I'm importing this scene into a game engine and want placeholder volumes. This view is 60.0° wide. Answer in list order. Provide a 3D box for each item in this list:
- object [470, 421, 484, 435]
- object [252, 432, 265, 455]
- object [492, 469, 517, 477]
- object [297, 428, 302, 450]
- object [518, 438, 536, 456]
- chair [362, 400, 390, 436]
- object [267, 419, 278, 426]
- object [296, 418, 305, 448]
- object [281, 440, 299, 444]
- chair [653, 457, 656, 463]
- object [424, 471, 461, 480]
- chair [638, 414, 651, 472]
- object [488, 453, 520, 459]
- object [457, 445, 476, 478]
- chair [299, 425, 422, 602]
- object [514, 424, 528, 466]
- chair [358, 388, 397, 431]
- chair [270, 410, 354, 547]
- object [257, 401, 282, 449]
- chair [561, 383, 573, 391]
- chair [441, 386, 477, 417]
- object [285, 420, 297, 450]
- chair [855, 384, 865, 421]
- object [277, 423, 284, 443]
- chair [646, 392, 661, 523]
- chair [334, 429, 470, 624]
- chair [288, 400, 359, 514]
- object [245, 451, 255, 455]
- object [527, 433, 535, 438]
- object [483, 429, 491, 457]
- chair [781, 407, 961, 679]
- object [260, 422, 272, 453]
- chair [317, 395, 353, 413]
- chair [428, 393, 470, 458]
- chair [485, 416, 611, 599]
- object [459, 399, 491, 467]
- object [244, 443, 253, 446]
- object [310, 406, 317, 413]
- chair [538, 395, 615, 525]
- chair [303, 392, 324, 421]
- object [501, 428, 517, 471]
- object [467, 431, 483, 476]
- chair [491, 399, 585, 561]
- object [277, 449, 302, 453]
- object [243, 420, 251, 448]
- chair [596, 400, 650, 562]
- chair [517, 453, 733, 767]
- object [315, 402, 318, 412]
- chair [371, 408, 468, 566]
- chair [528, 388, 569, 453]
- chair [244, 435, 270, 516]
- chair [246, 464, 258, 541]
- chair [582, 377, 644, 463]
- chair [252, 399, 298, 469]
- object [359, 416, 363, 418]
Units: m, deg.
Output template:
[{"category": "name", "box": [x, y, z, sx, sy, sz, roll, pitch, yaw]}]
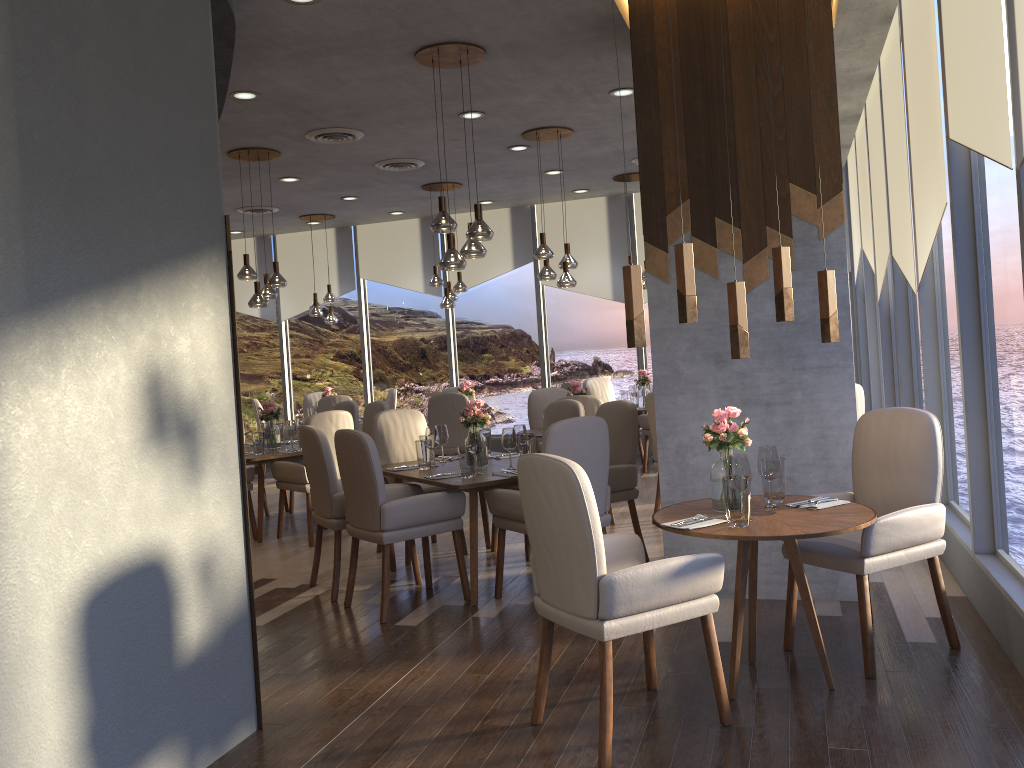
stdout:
[{"category": "object", "box": [-0.231, 0.370, 5.845, 0.092, 0.244, 0.092, -4, 0, 17]}, {"category": "object", "box": [-2.025, 0.476, 7.094, 0.102, 0.178, 0.102, -4, 1, 18]}, {"category": "object", "box": [-0.011, 0.498, 4.998, 0.157, 0.019, 0.255, -5, 2, -32]}, {"category": "object", "box": [-1.716, 0.449, 7.313, 0.102, 0.178, 0.102, -4, 1, -26]}, {"category": "object", "box": [0.091, 0.407, 5.126, 0.102, 0.178, 0.102, -4, 1, -36]}, {"category": "chair", "box": [-1.377, 0.668, 7.792, 0.600, 1.000, 0.528, -4, 1, -36]}, {"category": "object", "box": [-2.153, 0.422, 7.970, 0.092, 0.244, 0.092, -3, 0, 31]}, {"category": "object", "box": [-1.790, 0.413, 7.527, 0.092, 0.244, 0.092, -4, 0, -20]}, {"category": "object", "box": [-1.980, 0.523, 7.986, 0.255, 0.019, 0.157, -5, 3, -40]}, {"category": "chair", "box": [1.933, 0.379, 10.004, 0.600, 1.000, 0.528, -4, 1, -25]}, {"category": "object", "box": [-0.364, 0.518, 5.076, 0.255, 0.019, 0.157, -5, 2, -29]}, {"category": "chair", "box": [1.687, 0.421, 9.232, 0.529, 1.000, 0.599, -4, 1, -28]}, {"category": "object", "box": [-0.059, 0.472, 5.834, 0.255, 0.019, 0.157, -5, 2, -30]}, {"category": "object", "box": [-0.249, 0.434, 4.961, 0.102, 0.178, 0.102, -4, 1, -3]}, {"category": "chair", "box": [-0.936, 0.722, 5.359, 0.600, 1.000, 0.528, -4, 1, -29]}, {"category": "object", "box": [0.053, 0.369, 5.348, 0.092, 0.244, 0.092, -4, 0, -5]}, {"category": "chair", "box": [-1.723, 0.575, 11.157, 0.600, 1.000, 0.528, -4, 1, -16]}, {"category": "chair", "box": [-1.532, 0.706, 6.954, 0.529, 1.000, 0.599, -4, 1, -42]}, {"category": "object", "box": [-2.070, 0.347, 7.602, 0.210, 0.416, 0.197, -4, 0, -25]}, {"category": "chair", "box": [0.875, 0.463, 9.531, 0.600, 1.000, 0.528, -4, 1, -26]}, {"category": "chair", "box": [-0.608, 0.538, 10.142, 0.528, 1.000, 0.600, -4, 1, -2]}, {"category": "object", "box": [-1.825, 0.422, 7.335, 0.092, 0.244, 0.092, -4, 0, -17]}, {"category": "chair", "box": [2.152, 0.493, 6.237, 0.528, 1.000, 0.599, -4, 1, -25]}, {"category": "object", "box": [-2.125, 0.449, 8.076, 0.102, 0.178, 0.102, -4, 1, -23]}, {"category": "chair", "box": [1.352, 0.533, 6.568, 0.600, 1.000, 0.528, -4, 1, -26]}, {"category": "chair", "box": [-0.622, 0.718, 4.884, 0.600, 1.000, 0.528, -4, 1, -36]}, {"category": "chair", "box": [-1.729, 0.675, 8.234, 0.600, 1.000, 0.528, -4, 1, -42]}, {"category": "object", "box": [-2.157, 0.561, 7.188, 0.255, 0.019, 0.157, -5, 2, -38]}, {"category": "object", "box": [0.098, 0.395, 5.449, 0.102, 0.178, 0.102, -4, 1, -24]}, {"category": "object", "box": [-0.187, 0.397, 5.946, 0.102, 0.178, 0.102, -4, 1, -24]}, {"category": "chair", "box": [1.498, 0.620, 3.755, 0.600, 1.000, 0.528, -4, 1, -30]}, {"category": "object", "box": [-1.999, 0.438, 7.200, 0.092, 0.244, 0.092, -4, 0, 4]}, {"category": "chair", "box": [-2.087, 0.623, 10.433, 0.528, 1.000, 0.599, -4, 1, -19]}, {"category": "chair", "box": [-0.602, 0.577, 8.980, 0.528, 1.000, 0.600, -4, 1, -1]}, {"category": "chair", "box": [0.222, 0.667, 4.771, 0.529, 1.000, 0.599, -4, 1, -35]}, {"category": "object", "box": [-0.221, 0.301, 5.436, 0.210, 0.416, 0.198, -4, 0, -5]}, {"category": "object", "box": [-2.358, 0.546, 8.005, 0.157, 0.019, 0.255, -5, 2, -37]}, {"category": "object", "box": [-2.495, 0.370, 11.184, 0.102, 0.178, 0.102, -4, 1, -42]}, {"category": "chair", "box": [0.500, 0.575, 6.954, 0.528, 1.000, 0.600, -4, 1, -6]}, {"category": "chair", "box": [-2.455, 0.609, 11.534, 0.528, 1.000, 0.599, -4, 1, -20]}, {"category": "object", "box": [-0.013, 0.379, 5.164, 0.092, 0.244, 0.092, -3, 0, 38]}, {"category": "object", "box": [-0.206, 0.395, 5.060, 0.092, 0.244, 0.092, -4, 0, 13]}, {"category": "chair", "box": [0.192, 0.626, 6.052, 0.600, 1.000, 0.528, -4, 1, -34]}, {"category": "object", "box": [-1.796, 0.539, 7.170, 0.157, 0.019, 0.255, -5, 3, -42]}, {"category": "object", "box": [-2.356, 0.439, 7.839, 0.092, 0.244, 0.092, -3, 0, 33]}, {"category": "chair", "box": [0.485, 0.623, 5.569, 0.600, 1.000, 0.528, -4, 1, -29]}, {"category": "chair", "box": [0.372, 0.713, 3.139, 0.600, 1.000, 0.528, -4, 1, -30]}, {"category": "object", "box": [-2.380, 0.339, 10.914, 0.092, 0.244, 0.092, -4, 0, -38]}, {"category": "chair", "box": [-0.670, 0.677, 6.164, 0.529, 1.000, 0.599, -4, 1, -29]}, {"category": "chair", "box": [0.405, 0.542, 8.111, 0.528, 1.000, 0.600, -4, 1, -6]}, {"category": "chair", "box": [-2.606, 0.732, 8.230, 0.529, 1.000, 0.599, -4, 1, -36]}, {"category": "chair", "box": [-2.399, 0.761, 6.966, 0.600, 1.000, 0.528, -4, 1, -44]}, {"category": "chair", "box": [1.152, 0.420, 10.262, 0.529, 1.000, 0.599, -4, 1, -29]}, {"category": "chair", "box": [-2.842, 0.658, 10.855, 0.600, 1.000, 0.528, -4, 1, -17]}, {"category": "object", "box": [-1.992, 0.421, 11.089, 0.255, 0.019, 0.157, -4, 2, -14]}]
